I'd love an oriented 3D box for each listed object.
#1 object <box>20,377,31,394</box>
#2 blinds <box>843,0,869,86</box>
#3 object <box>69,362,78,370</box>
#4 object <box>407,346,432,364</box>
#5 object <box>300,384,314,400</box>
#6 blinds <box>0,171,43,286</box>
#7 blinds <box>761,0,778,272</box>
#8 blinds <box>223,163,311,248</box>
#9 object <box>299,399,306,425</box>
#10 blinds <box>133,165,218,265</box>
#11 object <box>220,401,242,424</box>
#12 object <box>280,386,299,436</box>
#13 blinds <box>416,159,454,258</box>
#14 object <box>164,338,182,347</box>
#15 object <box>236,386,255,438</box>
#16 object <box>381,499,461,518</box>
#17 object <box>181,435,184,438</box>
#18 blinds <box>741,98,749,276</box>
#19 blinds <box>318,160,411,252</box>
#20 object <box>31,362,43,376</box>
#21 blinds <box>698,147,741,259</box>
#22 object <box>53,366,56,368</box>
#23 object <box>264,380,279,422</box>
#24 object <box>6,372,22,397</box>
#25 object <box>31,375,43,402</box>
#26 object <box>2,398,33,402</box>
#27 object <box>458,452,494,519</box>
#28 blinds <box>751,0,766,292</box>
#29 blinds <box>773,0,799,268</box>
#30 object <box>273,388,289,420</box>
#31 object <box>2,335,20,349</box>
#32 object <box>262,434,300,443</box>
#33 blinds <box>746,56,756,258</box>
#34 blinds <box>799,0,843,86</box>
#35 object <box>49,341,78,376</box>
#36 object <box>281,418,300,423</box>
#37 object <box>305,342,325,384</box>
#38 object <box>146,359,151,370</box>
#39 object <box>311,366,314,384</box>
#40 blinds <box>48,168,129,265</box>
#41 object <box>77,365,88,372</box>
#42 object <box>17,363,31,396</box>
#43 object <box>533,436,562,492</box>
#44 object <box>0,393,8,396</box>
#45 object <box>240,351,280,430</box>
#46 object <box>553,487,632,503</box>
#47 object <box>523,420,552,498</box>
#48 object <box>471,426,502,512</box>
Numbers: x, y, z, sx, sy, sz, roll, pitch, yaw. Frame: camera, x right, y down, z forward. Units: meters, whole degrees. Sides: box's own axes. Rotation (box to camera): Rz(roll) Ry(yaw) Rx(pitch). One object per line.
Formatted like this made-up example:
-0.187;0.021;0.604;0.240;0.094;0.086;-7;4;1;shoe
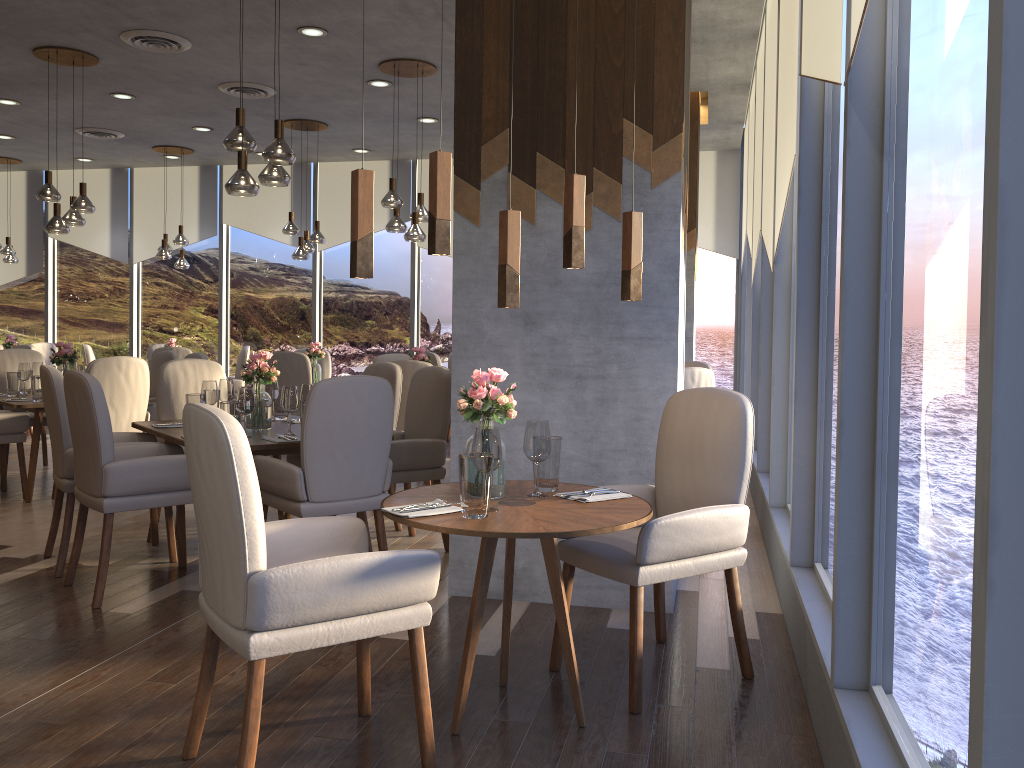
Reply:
-3.770;-0.017;6.866;0.102;0.178;0.102;0;2;-36;object
0.740;-2.066;1.651;0.007;2.678;1.174;1;2;12;blinds
-3.470;-0.052;6.991;0.092;0.244;0.092;2;2;26;object
-0.720;-0.086;6.863;0.210;0.415;0.198;0;2;-30;object
-1.046;0.122;4.567;0.092;0.244;0.092;1;2;-10;object
-6.644;-2.464;11.610;1.173;2.678;0.007;1;1;13;blinds
1.551;-1.973;5.326;0.007;2.678;1.174;1;2;12;blinds
-2.981;-2.944;10.784;1.173;2.678;0.007;1;1;13;blinds
-0.992;0.168;4.350;0.102;0.178;0.102;-1;2;-41;object
-4.200;-2.833;11.058;1.173;2.678;0.007;1;1;13;blinds
-1.318;0.174;4.156;0.102;0.178;0.102;1;2;-8;object
-1.097;0.132;4.378;0.092;0.244;0.092;2;2;33;object
-0.534;-2.580;10.247;1.173;2.678;0.007;1;1;13;blinds
-3.841;-0.313;10.023;0.198;0.415;0.210;1;2;10;object
-1.281;0.136;4.258;0.092;0.244;0.092;1;2;8;object
-0.243;0.361;2.612;0.255;0.019;0.157;-2;4;-39;object
-1.449;0.246;4.262;0.255;0.019;0.157;-1;4;-34;object
2.369;-2.460;8.976;0.007;2.678;1.174;1;2;12;blinds
-1.748;-2.910;10.511;1.173;2.678;0.007;1;1;13;blinds
-3.662;-0.047;6.844;0.092;0.244;0.092;2;2;28;object
1.905;-2.703;9.702;1.173;2.678;0.007;1;1;13;blinds
-3.252;-0.006;6.237;0.092;0.244;0.092;1;2;-1;object
-1.372;0.090;5.038;0.092;0.244;0.092;1;2;13;object
-3.675;0.003;6.537;0.102;0.178;0.102;0;2;-27;object
-3.271;0.032;6.131;0.102;0.178;0.102;1;2;13;object
-3.417;0.105;6.214;0.255;0.019;0.157;-2;4;-43;object
-0.103;0.289;2.517;0.102;0.178;0.102;1;2;-3;object
1.822;-2.046;6.543;0.007;2.678;1.174;1;2;12;blinds
1.281;-1.926;4.109;0.007;2.678;1.174;1;2;12;blinds
-1.339;0.118;5.143;0.102;0.178;0.102;0;2;-29;object
-6.170;-0.398;10.909;0.210;0.415;0.198;2;2;35;object
-1.089;0.254;4.215;0.157;0.019;0.255;-2;4;-37;object
2.098;-2.395;7.756;0.007;2.678;1.174;1;2;12;blinds
1.011;-2.153;2.869;0.007;2.678;1.174;1;2;12;blinds
-3.350;-0.112;6.630;0.210;0.415;0.198;0;2;-30;object
-1.208;0.205;5.043;0.255;0.019;0.157;-1;4;-35;object
-1.936;-0.209;8.708;0.210;0.415;0.198;0;2;-15;object
-4.002;-0.185;9.811;0.102;0.178;0.102;0;2;-27;object
-1.947;-0.079;8.490;0.102;0.178;0.102;2;2;33;object
-5.418;-2.866;11.328;1.173;2.678;0.007;1;1;13;blinds
-3.090;-0.012;6.386;0.092;0.244;0.092;0;2;-22;object
-3.656;-0.035;6.644;0.092;0.244;0.092;1;2;4;object
0.116;0.267;2.957;0.102;0.178;0.102;0;2;-29;object
-3.822;0.076;6.621;0.255;0.019;0.157;-2;4;-43;object
-1.321;0.032;4.630;0.210;0.415;0.198;1;2;-10;object
0.246;0.355;2.858;0.255;0.019;0.157;-1;4;-35;object
0.082;0.240;2.852;0.092;0.244;0.092;2;2;35;object
-0.076;0.251;2.623;0.092;0.244;0.092;1;2;3;object
